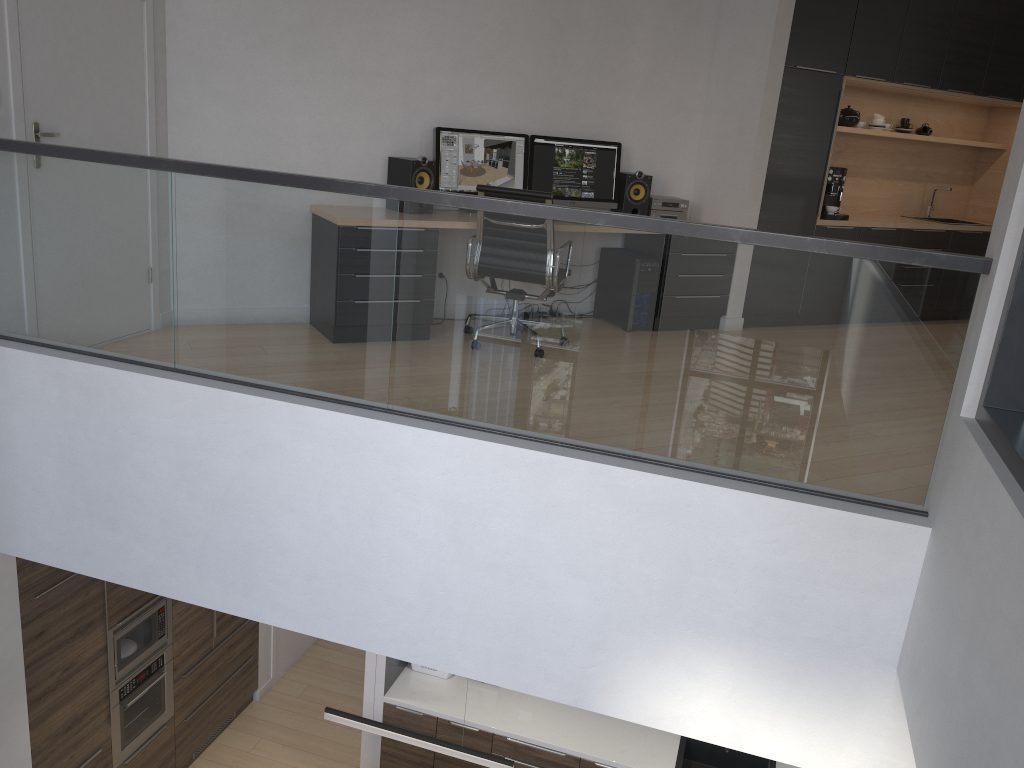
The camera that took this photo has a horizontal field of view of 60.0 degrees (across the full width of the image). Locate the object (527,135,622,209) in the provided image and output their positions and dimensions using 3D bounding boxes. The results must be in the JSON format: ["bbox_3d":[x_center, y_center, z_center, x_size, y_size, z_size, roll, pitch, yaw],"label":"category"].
[{"bbox_3d":[0.421,-1.448,6.229,0.716,0.535,0.190,-2,18,-23],"label":"object"}]

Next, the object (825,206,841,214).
[{"bbox_3d":[2.510,-1.365,6.967,0.095,0.057,0.099,-3,19,-26],"label":"object"}]

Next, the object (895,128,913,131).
[{"bbox_3d":[3.342,-2.159,7.555,0.145,0.025,0.145,1,17,-15],"label":"object"}]

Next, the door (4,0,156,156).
[{"bbox_3d":[-2.132,-1.222,4.500,0.085,2.136,0.974,10,17,15],"label":"door"}]

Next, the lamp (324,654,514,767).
[{"bbox_3d":[-0.437,1.414,4.256,0.998,0.756,0.020,10,17,15],"label":"lamp"}]

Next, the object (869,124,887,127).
[{"bbox_3d":[3.031,-2.144,7.365,0.145,0.025,0.145,-10,22,-41],"label":"object"}]

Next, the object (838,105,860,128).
[{"bbox_3d":[2.735,-2.181,7.228,0.240,0.171,0.213,7,17,7],"label":"object"}]

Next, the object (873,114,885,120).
[{"bbox_3d":[3.037,-2.200,7.349,0.095,0.075,0.098,0,18,-17],"label":"object"}]

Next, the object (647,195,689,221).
[{"bbox_3d":[1.118,-1.292,6.556,0.285,0.174,0.270,1,17,-14],"label":"object"}]

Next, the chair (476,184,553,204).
[{"bbox_3d":[0.032,-0.738,5.560,0.664,0.991,0.699,12,18,20],"label":"chair"}]

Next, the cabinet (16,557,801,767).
[{"bbox_3d":[-0.113,2.082,5.194,4.694,2.501,2.402,10,17,15],"label":"cabinet"}]

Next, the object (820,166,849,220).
[{"bbox_3d":[2.579,-1.559,7.178,0.618,0.398,0.584,-4,19,-28],"label":"object"}]

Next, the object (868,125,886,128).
[{"bbox_3d":[3.032,-2.131,7.371,0.145,0.025,0.145,-10,22,-41],"label":"object"}]

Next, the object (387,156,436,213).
[{"bbox_3d":[-0.639,-1.275,5.635,0.198,0.354,0.249,-10,23,-42],"label":"object"}]

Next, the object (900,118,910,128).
[{"bbox_3d":[3.337,-2.210,7.536,0.066,0.092,0.084,15,19,28],"label":"object"}]

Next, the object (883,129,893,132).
[{"bbox_3d":[3.170,-2.164,7.562,0.145,0.025,0.145,1,17,-15],"label":"object"}]

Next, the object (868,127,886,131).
[{"bbox_3d":[3.029,-2.120,7.372,0.145,0.025,0.145,-10,22,-41],"label":"object"}]

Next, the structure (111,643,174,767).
[{"bbox_3d":[-2.585,2.048,5.800,0.495,0.570,0.595,10,17,15],"label":"structure"}]

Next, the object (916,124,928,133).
[{"bbox_3d":[3.555,-2.213,7.692,0.066,0.093,0.100,1,17,-14],"label":"object"}]

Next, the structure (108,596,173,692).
[{"bbox_3d":[-2.556,1.568,5.661,0.459,0.430,0.595,10,17,15],"label":"structure"}]

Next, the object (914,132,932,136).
[{"bbox_3d":[3.575,-2.171,7.714,0.145,0.025,0.145,-3,19,-26],"label":"object"}]

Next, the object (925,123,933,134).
[{"bbox_3d":[3.614,-2.220,7.714,0.066,0.093,0.100,0,18,-19],"label":"object"}]

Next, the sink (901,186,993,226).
[{"bbox_3d":[3.907,-1.490,7.947,0.626,0.518,0.512,-4,19,-28],"label":"sink"}]

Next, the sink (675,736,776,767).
[{"bbox_3d":[1.403,2.436,5.782,0.626,0.518,0.512,10,17,15],"label":"sink"}]

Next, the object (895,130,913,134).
[{"bbox_3d":[3.337,-2.147,7.558,0.145,0.025,0.145,1,17,-15],"label":"object"}]

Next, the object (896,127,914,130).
[{"bbox_3d":[3.339,-2.170,7.552,0.145,0.025,0.145,1,17,-15],"label":"object"}]

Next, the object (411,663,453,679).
[{"bbox_3d":[-0.558,1.999,6.461,0.380,0.148,0.263,10,17,15],"label":"object"}]

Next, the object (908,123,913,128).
[{"bbox_3d":[3.408,-2.211,7.675,0.066,0.092,0.084,-2,18,-22],"label":"object"}]

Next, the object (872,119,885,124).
[{"bbox_3d":[3.035,-2.168,7.361,0.095,0.057,0.099,16,20,31],"label":"object"}]

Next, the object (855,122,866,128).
[{"bbox_3d":[2.892,-2.156,7.393,0.099,0.057,0.095,11,17,17],"label":"object"}]

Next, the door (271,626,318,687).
[{"bbox_3d":[-1.777,1.408,7.564,0.085,2.136,0.974,10,17,15],"label":"door"}]

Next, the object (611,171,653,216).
[{"bbox_3d":[0.870,-1.379,6.457,0.198,0.354,0.249,1,17,-14],"label":"object"}]

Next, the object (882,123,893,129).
[{"bbox_3d":[3.172,-2.188,7.556,0.095,0.057,0.099,-5,19,-30],"label":"object"}]

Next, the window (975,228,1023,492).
[{"bbox_3d":[0.952,-0.393,0.179,0.170,2.402,5.002,10,17,15],"label":"window"}]
